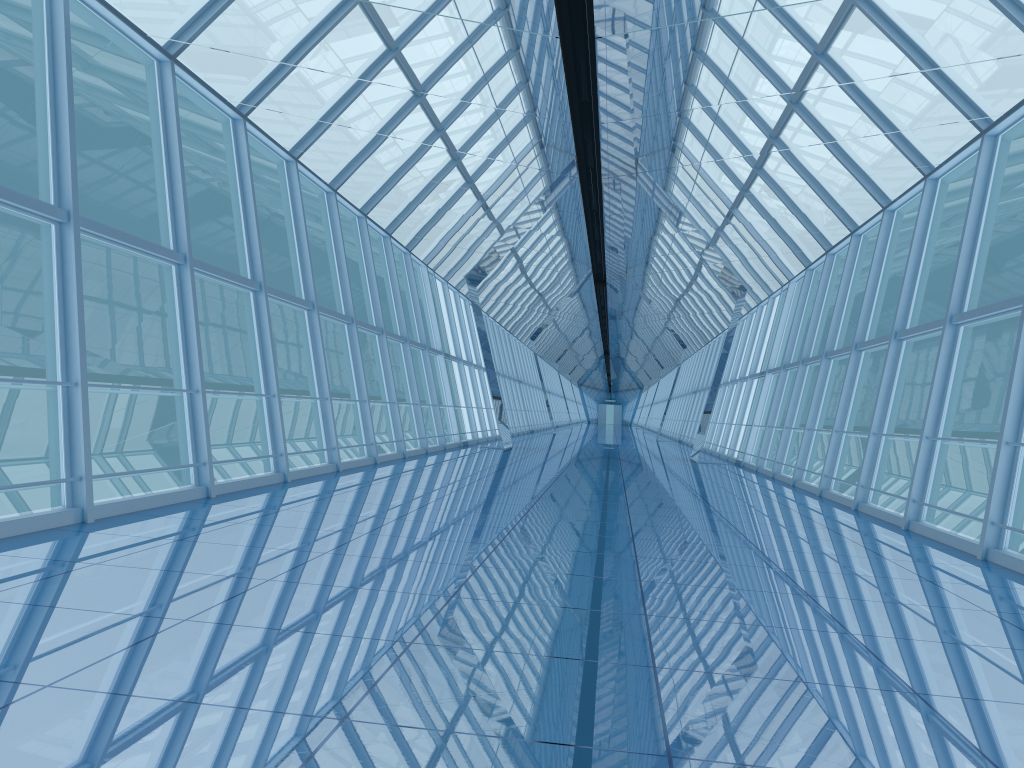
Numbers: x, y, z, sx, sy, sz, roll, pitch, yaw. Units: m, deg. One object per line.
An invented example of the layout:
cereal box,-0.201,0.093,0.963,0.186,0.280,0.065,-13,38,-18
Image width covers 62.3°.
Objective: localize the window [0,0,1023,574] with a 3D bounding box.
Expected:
window,5.485,0.396,48.585,9.940,4.952,104.974,3,-2,7
